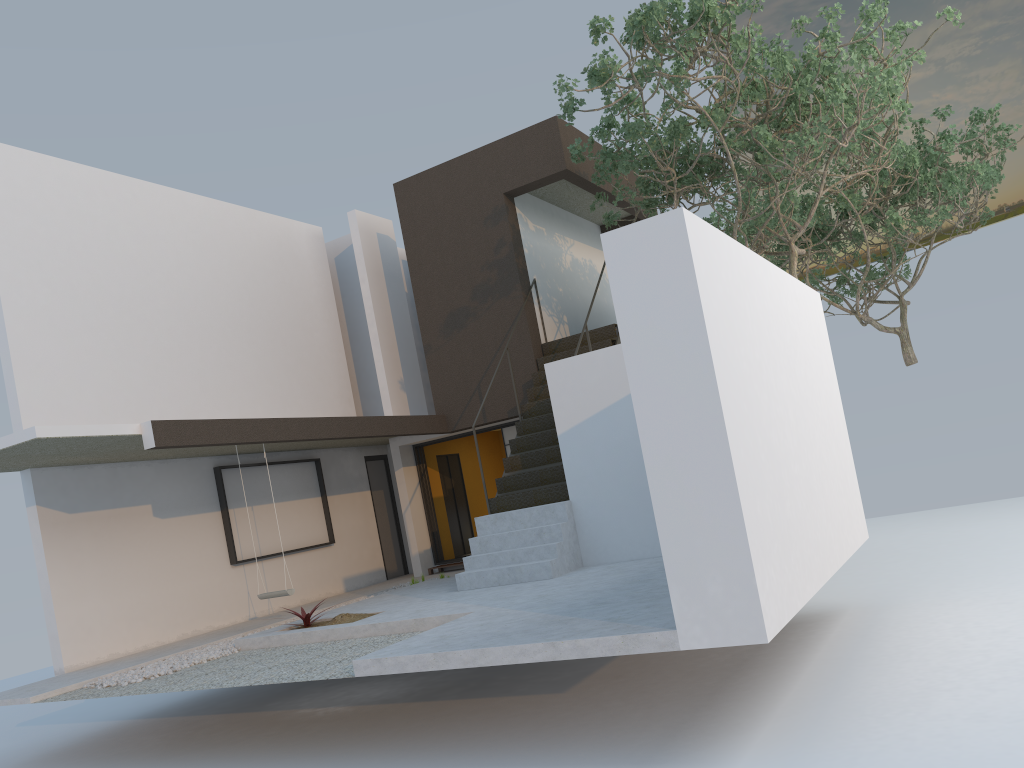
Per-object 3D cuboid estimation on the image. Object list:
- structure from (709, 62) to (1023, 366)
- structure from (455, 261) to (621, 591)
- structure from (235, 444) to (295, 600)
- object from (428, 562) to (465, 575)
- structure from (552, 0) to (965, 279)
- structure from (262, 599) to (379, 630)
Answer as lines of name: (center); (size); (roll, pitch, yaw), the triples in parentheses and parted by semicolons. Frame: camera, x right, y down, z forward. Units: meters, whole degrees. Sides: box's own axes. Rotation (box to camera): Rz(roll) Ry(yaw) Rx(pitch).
structure: (6.550, -2.610, 15.844); (5.523, 4.685, 7.323); (-11, -6, 8)
structure: (1.118, 0.226, 12.104); (1.168, 3.930, 6.529); (-12, -6, 28)
structure: (-2.835, 1.502, 10.025); (0.466, 1.861, 0.128); (-12, -2, 29)
object: (-0.899, 2.805, 13.509); (0.709, 0.100, 0.349); (-15, -8, 28)
structure: (2.912, -2.490, 10.357); (4.346, 3.686, 5.762); (-11, -6, 8)
structure: (-1.894, 2.330, 8.864); (1.214, 0.290, 0.744); (-14, -7, 28)
